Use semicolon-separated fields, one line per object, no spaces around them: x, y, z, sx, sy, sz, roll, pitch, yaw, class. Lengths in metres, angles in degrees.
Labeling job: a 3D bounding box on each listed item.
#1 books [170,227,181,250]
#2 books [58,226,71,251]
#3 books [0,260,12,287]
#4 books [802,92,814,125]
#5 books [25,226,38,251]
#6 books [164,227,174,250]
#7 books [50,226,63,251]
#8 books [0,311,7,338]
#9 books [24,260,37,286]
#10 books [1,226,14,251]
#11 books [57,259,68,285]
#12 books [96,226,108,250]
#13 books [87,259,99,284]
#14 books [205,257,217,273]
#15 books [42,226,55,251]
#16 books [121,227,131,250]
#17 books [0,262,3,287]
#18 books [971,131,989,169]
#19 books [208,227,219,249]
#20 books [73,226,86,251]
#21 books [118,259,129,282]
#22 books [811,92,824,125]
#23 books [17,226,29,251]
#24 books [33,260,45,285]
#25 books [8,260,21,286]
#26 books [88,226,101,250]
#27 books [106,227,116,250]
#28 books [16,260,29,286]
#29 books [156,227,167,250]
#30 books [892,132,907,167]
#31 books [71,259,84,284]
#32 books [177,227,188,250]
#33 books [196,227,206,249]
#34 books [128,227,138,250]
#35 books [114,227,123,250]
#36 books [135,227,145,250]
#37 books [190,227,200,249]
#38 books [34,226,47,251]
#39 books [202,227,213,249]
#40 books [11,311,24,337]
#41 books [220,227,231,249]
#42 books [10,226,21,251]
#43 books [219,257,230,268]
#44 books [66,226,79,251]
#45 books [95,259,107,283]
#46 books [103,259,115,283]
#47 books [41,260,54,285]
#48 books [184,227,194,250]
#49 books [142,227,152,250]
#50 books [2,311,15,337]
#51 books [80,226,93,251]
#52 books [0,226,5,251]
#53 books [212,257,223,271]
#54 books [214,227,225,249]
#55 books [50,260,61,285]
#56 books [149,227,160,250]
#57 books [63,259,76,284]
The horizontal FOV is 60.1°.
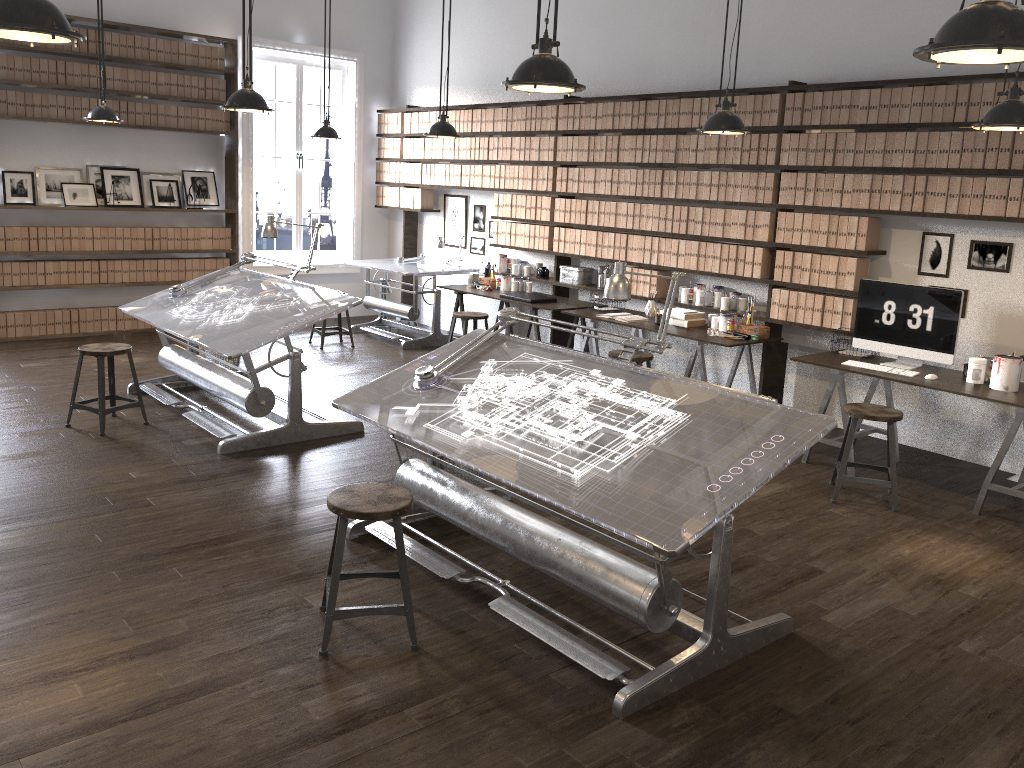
-3.518;-1.519;9.236;0.067;0.223;0.175;-6;14;-40;books
-4.325;-1.406;8.563;0.067;0.223;0.176;-6;14;-40;books
-4.736;-1.034;8.280;0.067;0.223;0.176;-6;14;-40;books
2.110;-1.908;6.167;0.175;0.223;0.067;-6;14;-40;books
-4.543;-1.374;8.375;0.067;0.224;0.176;-6;14;-40;books
-3.570;-1.510;9.188;0.067;0.223;0.175;-6;14;-40;books
-4.380;-1.398;8.517;0.067;0.223;0.175;-6;14;-40;books
-4.811;-0.559;8.326;0.067;0.223;0.176;-6;14;-40;books
-4.577;-1.058;8.420;0.067;0.223;0.176;-6;14;-40;books
-4.697;-1.352;8.244;0.067;0.224;0.176;-6;14;-40;books
-4.365;-1.086;8.590;0.067;0.224;0.176;-6;14;-40;books
-4.065;-1.442;8.779;0.067;0.223;0.176;-6;14;-40;books
-4.155;-1.118;8.774;0.067;0.223;0.176;-6;14;-40;books
-3.244;-1.245;9.533;0.067;0.223;0.176;-6;14;-40;books
-4.431;-1.390;8.469;0.067;0.223;0.175;-6;14;-40;books
-3.899;-1.464;8.910;0.067;0.223;0.176;-6;14;-40;books
-4.791;-1.027;8.234;0.067;0.224;0.176;-6;14;-40;books
2.848;-1.401;5.332;0.175;0.223;0.067;-7;14;-40;books
-3.208;-1.562;9.494;0.067;0.223;0.176;-6;14;-40;books
-4.222;-1.420;8.647;0.067;0.223;0.176;-6;14;-40;books
-3.933;-1.148;8.955;0.067;0.223;0.175;-6;14;-40;books
2.152;-1.893;6.111;0.175;0.223;0.067;-6;14;-40;books
-4.603;-1.367;8.332;0.067;0.223;0.176;-6;14;-40;books
-4.521;-1.065;8.462;0.067;0.224;0.176;-6;14;-40;books
-4.683;-1.043;8.329;0.067;0.223;0.175;-6;14;-40;books
-4.116;-1.434;8.731;0.067;0.224;0.176;-6;14;-40;books
-4.012;-1.450;8.825;0.067;0.223;0.175;-6;14;-40;books
-4.632;-1.051;8.376;0.067;0.223;0.175;-6;14;-40;books
-3.627;-1.504;9.146;0.067;0.223;0.176;-6;14;-40;books
2.533;-1.499;5.699;0.175;0.223;0.067;-6;14;-40;books
-4.263;-1.102;8.683;0.067;0.223;0.175;-6;14;-40;books
-3.464;-1.526;9.281;0.067;0.223;0.176;-6;14;-40;books
-3.311;-1.547;9.405;0.067;0.223;0.176;-6;14;-40;books
-3.843;-1.471;8.957;0.067;0.224;0.176;-6;14;-40;books
-3.957;-1.457;8.867;0.067;0.223;0.175;-6;14;-40;books
-3.798;-1.479;9.000;0.067;0.223;0.176;-6;14;-40;books
-3.360;-1.541;9.366;0.067;0.223;0.176;-6;14;-40;books
-4.489;-1.383;8.427;0.067;0.223;0.176;-6;14;-40;books
-3.259;-1.554;9.446;0.067;0.224;0.176;-6;14;-40;books
-4.700;-0.574;8.416;0.067;0.223;0.176;-6;14;-40;books
-3.101;-1.575;9.577;0.067;0.224;0.176;-6;14;-40;books
-4.652;-1.360;8.288;0.067;0.223;0.176;-6;14;-40;books
-3.133;-1.259;9.620;0.067;0.223;0.175;-6;14;-40;books
-4.270;-1.412;8.601;0.067;0.224;0.176;-6;14;-40;books
-4.094;-1.125;8.817;0.067;0.224;0.176;-6;14;-40;books
-4.041;-1.134;8.869;0.067;0.223;0.176;-6;14;-40;books
-4.467;-1.073;8.509;0.067;0.223;0.176;-6;14;-40;books
-3.408;-1.532;9.320;0.067;0.224;0.176;-6;14;-40;books
-3.741;-1.488;9.051;0.067;0.223;0.176;-6;14;-40;books
-4.755;-0.566;8.368;0.067;0.224;0.176;-6;14;-40;books
-4.173;-1.426;8.686;0.067;0.223;0.176;-6;14;-40;books
-4.753;-1.344;8.198;0.067;0.223;0.176;-6;14;-40;books
-3.190;-1.253;9.578;0.067;0.223;0.175;-6;14;-40;books
-3.155;-1.570;9.540;0.067;0.223;0.175;-6;14;-40;books
-4.419;-1.080;8.551;0.067;0.223;0.176;-6;14;-40;books
-3.681;-1.495;9.094;0.067;0.224;0.176;-6;14;-40;books
-4.318;-1.095;8.637;0.067;0.223;0.176;-6;14;-40;books
